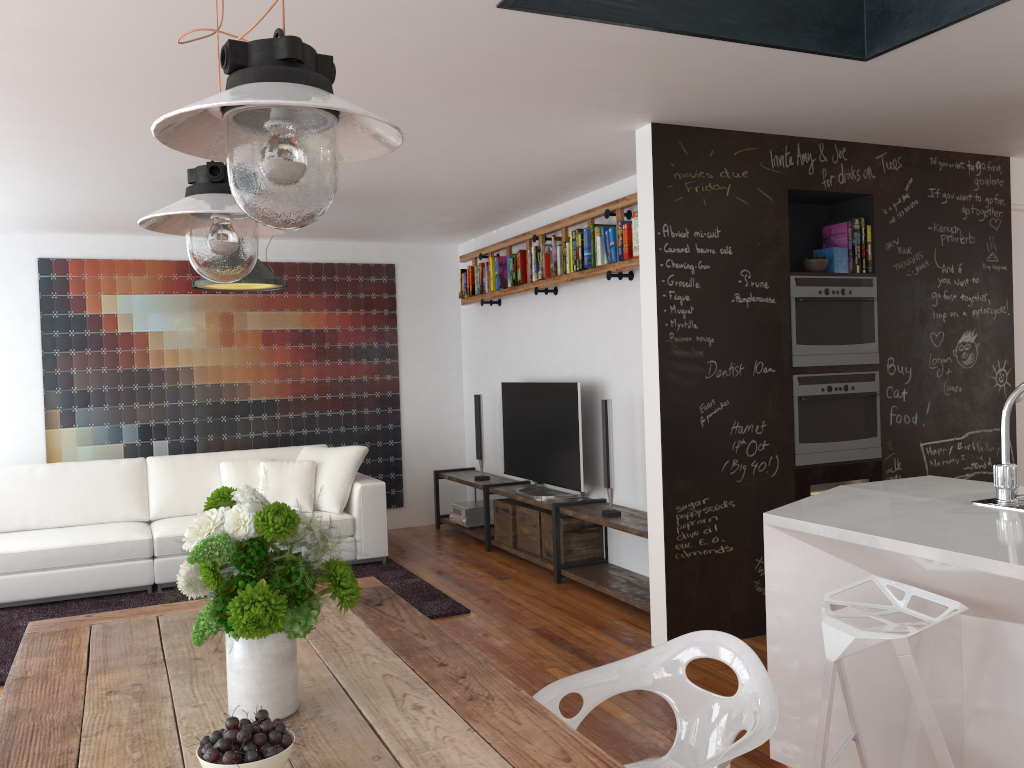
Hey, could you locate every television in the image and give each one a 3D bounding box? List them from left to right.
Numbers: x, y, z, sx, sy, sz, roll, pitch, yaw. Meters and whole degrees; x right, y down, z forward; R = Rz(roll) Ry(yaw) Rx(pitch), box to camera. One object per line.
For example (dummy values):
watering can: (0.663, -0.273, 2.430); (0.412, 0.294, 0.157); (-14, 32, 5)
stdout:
television: (0.206, 0.380, 6.225); (0.298, 0.786, 1.230); (-2, 1, -24)

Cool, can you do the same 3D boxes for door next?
door: (3.286, 0.049, 5.432); (0.823, 2.236, 0.120); (-2, 1, -24)

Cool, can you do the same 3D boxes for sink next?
sink: (1.742, 0.253, 2.659); (0.459, 0.570, 0.492); (-2, 1, -24)

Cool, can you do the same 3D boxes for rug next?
rug: (-2.080, 1.346, 5.226); (3.193, 0.019, 1.895); (-2, 1, -24)

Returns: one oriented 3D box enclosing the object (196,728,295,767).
object: (-0.409, 0.596, 1.371); (0.146, 0.079, 0.146); (-2, 1, -16)

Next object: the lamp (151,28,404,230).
lamp: (-0.353, -0.391, 1.360); (0.372, 0.306, 0.372); (-1, 1, 27)

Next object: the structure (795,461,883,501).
structure: (1.734, 0.805, 4.610); (0.582, 0.763, 0.081); (-2, 1, -24)

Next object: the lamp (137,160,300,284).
lamp: (-0.694, -0.393, 2.120); (0.372, 0.306, 0.372); (-3, 1, -30)

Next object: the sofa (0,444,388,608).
sofa: (-2.488, 0.928, 6.092); (3.086, 0.842, 0.987); (-2, 1, -24)

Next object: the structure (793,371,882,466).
structure: (1.709, 0.174, 4.605); (0.585, 0.462, 0.052); (-2, 1, -24)

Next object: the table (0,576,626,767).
table: (-0.478, 0.998, 1.755); (0.969, 0.735, 1.910); (-2, 1, -24)

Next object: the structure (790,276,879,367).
structure: (1.692, -0.329, 4.596); (0.585, 0.462, 0.052); (-2, 1, -24)

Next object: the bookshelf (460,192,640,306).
bookshelf: (0.233, -0.859, 6.260); (0.161, 0.465, 2.983); (-2, 1, -24)

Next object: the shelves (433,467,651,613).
shelves: (0.221, 1.004, 6.238); (0.414, 0.506, 3.473); (-2, 1, -24)

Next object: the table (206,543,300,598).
table: (-1.645, 1.147, 5.528); (0.551, 0.337, 0.565); (-2, 1, -24)

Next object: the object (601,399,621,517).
object: (0.575, 0.435, 5.228); (0.089, 0.687, 0.089); (-2, 1, -14)

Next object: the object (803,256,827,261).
object: (1.587, -0.645, 4.622); (0.116, 0.042, 0.077); (-2, 1, -11)

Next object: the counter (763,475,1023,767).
counter: (1.682, 0.831, 2.238); (0.956, 0.903, 2.289); (-2, 1, -24)

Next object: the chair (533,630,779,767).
chair: (0.328, 0.974, 2.040); (0.505, 0.710, 0.577); (-3, 1, -34)

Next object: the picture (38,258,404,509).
picture: (-2.253, 0.070, 7.227); (2.770, 2.136, 0.007); (-2, 1, -24)

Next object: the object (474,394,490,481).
object: (-0.251, 0.427, 7.116); (0.089, 0.687, 0.089); (-3, 1, -39)

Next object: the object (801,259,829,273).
object: (1.583, -0.611, 4.631); (0.132, 0.069, 0.132); (-2, 1, 9)

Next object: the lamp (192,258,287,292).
lamp: (-1.714, -0.883, 5.555); (0.572, 0.561, 0.572); (-2, 1, -19)

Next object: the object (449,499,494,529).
object: (-0.279, 1.075, 7.322); (0.400, 0.170, 0.350); (-2, 1, -25)

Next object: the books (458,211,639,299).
books: (0.976, -1.716, 5.109); (0.733, 1.974, 5.671); (-3, 1, -35)

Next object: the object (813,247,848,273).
object: (1.697, -0.650, 4.722); (0.110, 0.136, 0.136); (-3, 1, -31)

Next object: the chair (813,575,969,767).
chair: (0.920, 0.925, 2.283); (0.428, 0.765, 0.492); (-2, 1, -14)

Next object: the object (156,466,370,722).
object: (-0.467, 0.392, 1.732); (0.432, 0.476, 0.371); (-2, 1, 17)

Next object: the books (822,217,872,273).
books: (1.809, -0.738, 4.815); (0.152, 0.303, 0.230); (-2, 1, -24)

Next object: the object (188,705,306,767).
object: (-0.411, 0.546, 1.370); (0.141, 0.095, 0.159); (-3, 1, -39)
